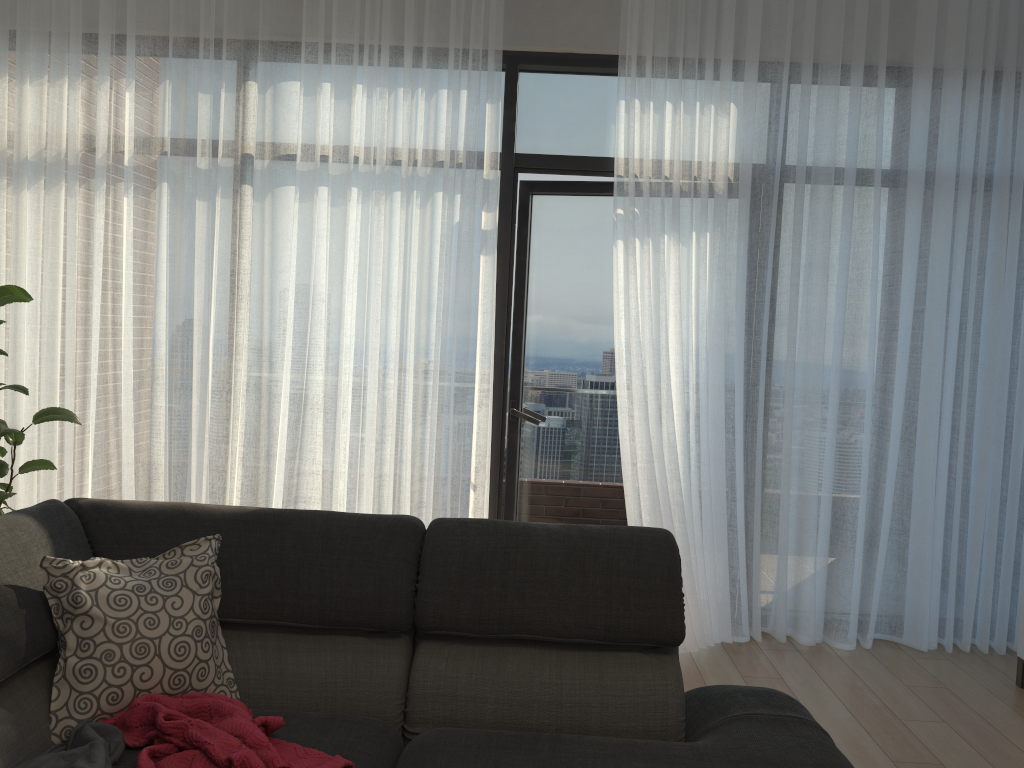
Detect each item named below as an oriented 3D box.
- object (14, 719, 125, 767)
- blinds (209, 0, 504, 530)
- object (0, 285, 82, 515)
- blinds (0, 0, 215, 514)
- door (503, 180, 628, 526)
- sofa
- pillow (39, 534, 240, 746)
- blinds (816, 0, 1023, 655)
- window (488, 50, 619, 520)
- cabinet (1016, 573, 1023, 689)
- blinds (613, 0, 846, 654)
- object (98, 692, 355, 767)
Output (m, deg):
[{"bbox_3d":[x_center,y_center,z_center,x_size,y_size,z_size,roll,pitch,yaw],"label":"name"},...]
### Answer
[{"bbox_3d":[-0.797,0.719,1.299,0.411,0.118,0.905,2,3,-23],"label":"object"},{"bbox_3d":[-0.672,-1.790,3.721,1.374,5.581,0.218,3,3,-1],"label":"blinds"},{"bbox_3d":[-2.191,0.223,3.480,0.528,1.463,0.774,4,3,22],"label":"object"},{"bbox_3d":[-1.755,-1.843,3.721,1.223,5.581,0.218,3,3,-1],"label":"blinds"},{"bbox_3d":[0.533,0.058,4.112,1.118,1.976,0.206,3,3,11],"label":"door"},{"bbox_3d":[-0.311,0.684,0.893,2.108,0.995,3.169,3,3,2],"label":"sofa"},{"bbox_3d":[-0.913,0.600,0.798,0.386,0.364,2.734,3,3,5],"label":"pillow"},{"bbox_3d":[1.834,-1.664,3.663,1.163,5.581,0.218,3,3,-1],"label":"blinds"},{"bbox_3d":[-0.052,-0.216,4.007,4.808,2.501,0.119,3,3,1],"label":"window"},{"bbox_3d":[2.106,0.025,1.346,0.338,2.494,4.036,3,3,1],"label":"cabinet"},{"bbox_3d":[0.945,-1.706,3.603,0.858,5.579,0.589,2,3,-22],"label":"blinds"},{"bbox_3d":[-0.599,0.682,1.704,0.536,0.077,0.323,5,4,35],"label":"object"}]
